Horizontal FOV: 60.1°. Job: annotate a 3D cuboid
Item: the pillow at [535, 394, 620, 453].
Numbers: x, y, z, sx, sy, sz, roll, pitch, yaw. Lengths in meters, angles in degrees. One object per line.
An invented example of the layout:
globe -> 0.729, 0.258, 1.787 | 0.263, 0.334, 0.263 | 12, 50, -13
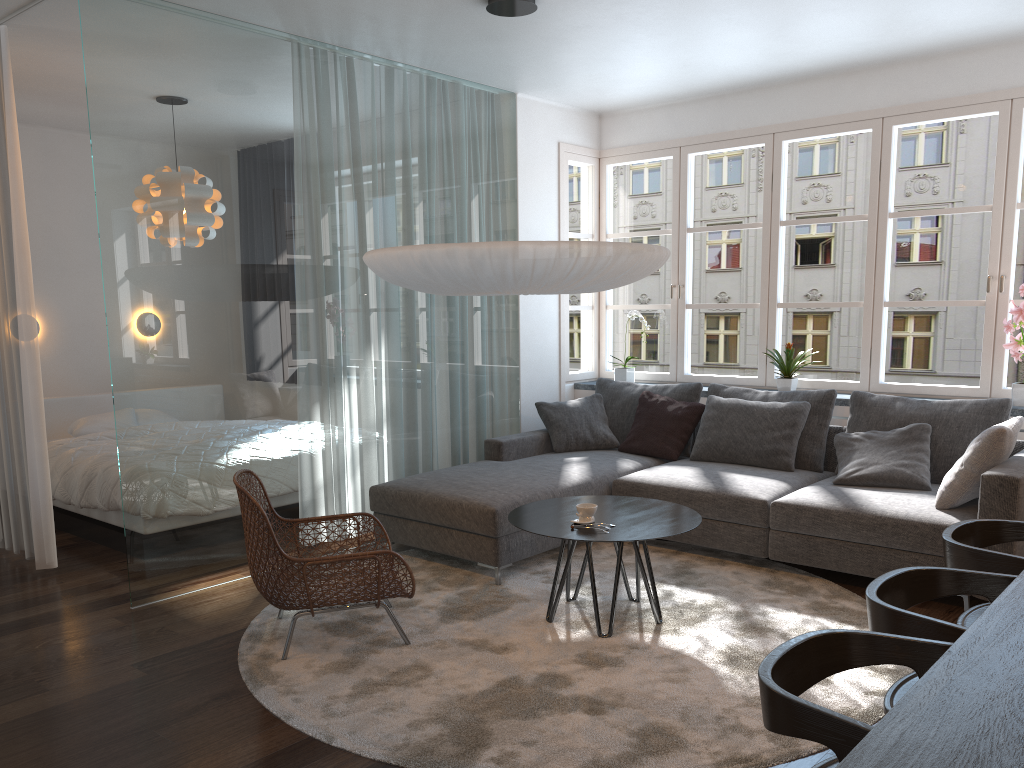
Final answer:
pillow -> 0.435, 0.262, 5.929 | 0.515, 0.363, 0.343 | -2, 7, -10

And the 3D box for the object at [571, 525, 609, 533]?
object -> 0.319, 0.597, 3.644 | 0.167, 0.015, 0.014 | 2, 8, 28

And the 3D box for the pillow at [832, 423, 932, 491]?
pillow -> 1.964, 0.371, 4.709 | 0.491, 0.324, 0.440 | 2, 7, 22

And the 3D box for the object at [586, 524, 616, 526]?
object -> 0.374, 0.592, 3.722 | 0.124, 0.010, 0.025 | 0, 6, 7

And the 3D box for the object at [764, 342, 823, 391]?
object -> 1.801, -0.104, 5.695 | 0.376, 0.332, 0.319 | 1, 7, 16

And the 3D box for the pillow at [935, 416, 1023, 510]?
pillow -> 2.220, 0.371, 4.198 | 0.285, 0.419, 0.491 | 6, 9, 39

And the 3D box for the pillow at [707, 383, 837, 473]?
pillow -> 1.526, 0.254, 5.399 | 0.836, 0.480, 0.275 | 4, 10, 41

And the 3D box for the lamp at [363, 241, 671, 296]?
lamp -> 0.022, -0.538, 4.298 | 1.468, 0.212, 1.457 | -2, 5, -12

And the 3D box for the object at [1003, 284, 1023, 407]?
object -> 2.799, -0.224, 4.828 | 0.201, 0.698, 0.294 | 2, 9, 20

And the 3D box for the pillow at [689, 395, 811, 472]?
pillow -> 1.422, 0.290, 5.306 | 0.664, 0.401, 0.290 | 4, 9, 40

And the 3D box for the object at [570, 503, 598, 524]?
object -> 0.303, 0.558, 3.784 | 0.138, 0.070, 0.091 | -5, 8, -37

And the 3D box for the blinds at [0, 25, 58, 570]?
blinds -> -3.111, -0.429, 5.073 | 1.800, 2.765, 0.153 | 6, 12, 42

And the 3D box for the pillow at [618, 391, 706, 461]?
pillow -> 0.951, 0.264, 5.676 | 0.519, 0.407, 0.309 | 5, 10, 42

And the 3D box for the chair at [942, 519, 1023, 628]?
chair -> 1.603, 0.807, 2.733 | 0.518, 0.678, 0.589 | 5, 10, 39

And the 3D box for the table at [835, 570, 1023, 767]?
table -> 1.645, 0.875, 1.908 | 1.102, 0.686, 2.485 | 5, 8, 41

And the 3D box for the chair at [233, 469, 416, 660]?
chair -> -0.806, 0.719, 3.760 | 0.685, 0.717, 0.712 | -3, 7, -17

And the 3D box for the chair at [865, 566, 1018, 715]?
chair -> 1.161, 0.859, 2.220 | 0.517, 0.678, 0.589 | 6, 10, 41

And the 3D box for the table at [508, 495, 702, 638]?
table -> 0.409, 0.817, 3.938 | 0.843, 0.478, 0.842 | 5, 8, 43

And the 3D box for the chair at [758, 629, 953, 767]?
chair -> 0.762, 0.905, 1.763 | 0.518, 0.678, 0.589 | 5, 10, 39

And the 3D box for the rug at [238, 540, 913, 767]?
rug -> 0.251, 1.049, 3.987 | 2.835, 0.012, 2.813 | 1, 5, 21

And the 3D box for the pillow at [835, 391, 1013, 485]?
pillow -> 2.212, 0.299, 4.801 | 0.833, 0.482, 0.273 | 4, 10, 41

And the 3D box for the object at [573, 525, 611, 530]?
object -> 0.330, 0.593, 3.684 | 0.163, 0.016, 0.025 | 1, 6, 16

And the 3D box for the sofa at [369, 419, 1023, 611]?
sofa -> 0.998, 0.637, 4.763 | 3.056, 0.679, 2.027 | 4, 7, 41

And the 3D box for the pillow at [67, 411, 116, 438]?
pillow -> -2.925, 0.290, 6.691 | 0.618, 0.197, 0.915 | 4, 7, 41

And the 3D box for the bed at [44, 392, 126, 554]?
bed -> -2.303, 0.502, 6.298 | 2.433, 0.770, 2.153 | 4, 7, 41

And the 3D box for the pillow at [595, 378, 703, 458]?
pillow -> 0.860, 0.216, 5.953 | 0.833, 0.483, 0.273 | 4, 10, 41
